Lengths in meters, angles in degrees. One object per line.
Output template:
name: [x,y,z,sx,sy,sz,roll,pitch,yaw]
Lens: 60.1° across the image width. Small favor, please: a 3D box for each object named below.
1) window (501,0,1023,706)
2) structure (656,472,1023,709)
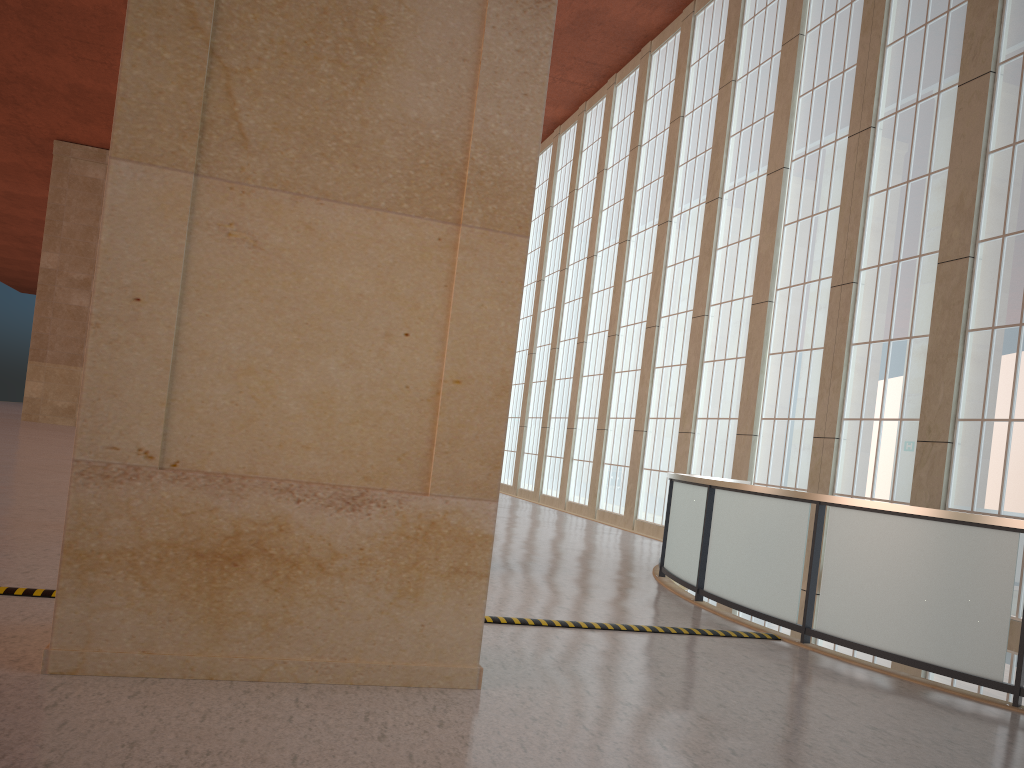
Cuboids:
window: [-9.357,3.099,75.706,0.010,28.611,164.852,7,-4,-16]
structure: [5.536,2.530,11.879,5.263,1.793,13.059,9,-4,-27]
